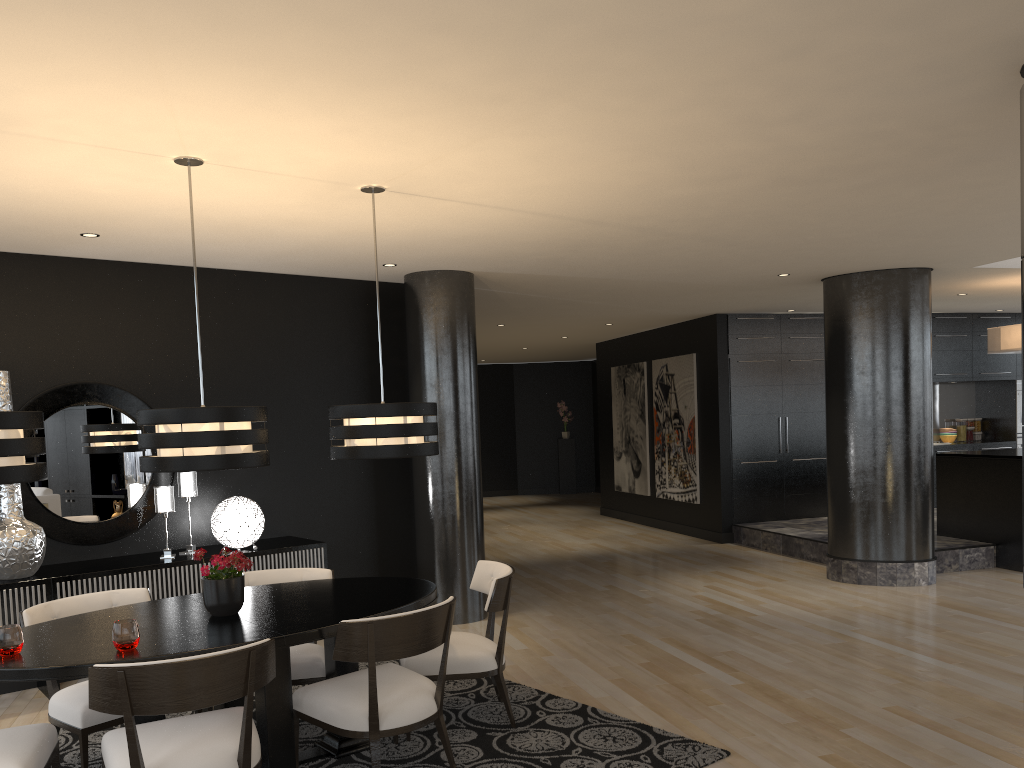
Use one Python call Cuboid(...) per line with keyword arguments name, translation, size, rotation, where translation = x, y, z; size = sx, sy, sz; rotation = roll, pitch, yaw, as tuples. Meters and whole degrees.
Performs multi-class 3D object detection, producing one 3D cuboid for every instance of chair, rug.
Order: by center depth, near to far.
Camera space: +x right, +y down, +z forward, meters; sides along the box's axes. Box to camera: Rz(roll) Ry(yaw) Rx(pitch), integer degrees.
Cuboid(name="chair", translation=(-2.062, 1.389, 3.256), size=(0.615, 0.808, 0.642), rotation=(-3, 1, -18))
Cuboid(name="chair", translation=(-1.228, 1.359, 3.316), size=(0.641, 0.809, 0.616), rotation=(-3, 1, -29))
Cuboid(name="chair", translation=(-0.579, 1.357, 3.885), size=(0.616, 0.809, 0.640), rotation=(-1, 2, 44))
Cuboid(name="rug", translation=(-1.293, 1.784, 3.931), size=(3.713, 0.011, 2.720), rotation=(0, -3, -39))
Cuboid(name="chair", translation=(-1.880, 1.418, 4.149), size=(0.616, 0.809, 0.640), rotation=(-1, 1, 37))
Cuboid(name="chair", translation=(-1.237, 1.412, 4.620), size=(0.642, 0.809, 0.615), rotation=(-2, 1, -11))
Cuboid(name="chair", translation=(-0.279, 1.376, 4.637), size=(0.615, 0.808, 0.641), rotation=(-2, 1, -11))

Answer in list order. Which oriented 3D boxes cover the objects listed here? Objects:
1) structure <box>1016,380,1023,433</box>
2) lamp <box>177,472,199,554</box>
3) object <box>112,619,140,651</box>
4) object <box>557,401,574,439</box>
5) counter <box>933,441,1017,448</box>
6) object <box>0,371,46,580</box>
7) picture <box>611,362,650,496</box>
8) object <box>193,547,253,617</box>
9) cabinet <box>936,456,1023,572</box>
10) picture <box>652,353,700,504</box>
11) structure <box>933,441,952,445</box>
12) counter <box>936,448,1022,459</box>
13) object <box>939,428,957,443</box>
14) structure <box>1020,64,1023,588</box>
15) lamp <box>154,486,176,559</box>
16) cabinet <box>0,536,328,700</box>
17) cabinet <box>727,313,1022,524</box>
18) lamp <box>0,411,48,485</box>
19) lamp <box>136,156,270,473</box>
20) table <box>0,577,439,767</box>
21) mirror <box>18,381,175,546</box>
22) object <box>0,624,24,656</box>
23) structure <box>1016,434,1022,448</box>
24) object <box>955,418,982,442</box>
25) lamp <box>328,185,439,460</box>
Cuboid(name="structure", translation=(7.045, 0.292, 11.851), size=(0.700, 0.709, 0.085), rotation=(-2, 3, -17))
Cuboid(name="lamp", translation=(-2.174, 0.863, 5.944), size=(0.132, 0.552, 0.124), rotation=(-2, 3, 13))
Cuboid(name="object", translation=(-1.457, 0.948, 3.331), size=(0.095, 0.106, 0.095), rotation=(-3, 1, -28))
Cuboid(name="object", translation=(1.100, 0.731, 18.175), size=(0.339, 0.789, 0.227), rotation=(-2, 3, 12))
Cuboid(name="counter", translation=(5.249, 0.832, 11.696), size=(2.857, 0.034, 0.730), rotation=(-2, -2, -17))
Cuboid(name="object", translation=(-2.948, 0.531, 5.167), size=(0.342, 1.213, 0.343), rotation=(-4, 3, -30))
Cuboid(name="picture", translation=(1.740, 0.658, 12.877), size=(0.077, 1.879, 1.153), rotation=(-3, 2, -17))
Cuboid(name="object", translation=(-1.266, 0.868, 3.892), size=(0.237, 0.299, 0.229), rotation=(-3, 1, -37))
Cuboid(name="cabinet", translation=(6.015, 1.190, 8.944), size=(3.111, 1.041, 1.179), rotation=(-2, 0, -17))
Cuboid(name="picture", translation=(2.148, 0.588, 11.532), size=(0.077, 1.879, 1.153), rotation=(-3, 2, -17))
Cuboid(name="structure", translation=(5.253, 0.808, 11.676), size=(0.899, 0.067, 0.520), rotation=(-2, -2, -17))
Cuboid(name="counter", translation=(5.995, 0.653, 8.914), size=(3.111, 0.032, 1.180), rotation=(-2, -2, -17))
Cuboid(name="object", translation=(5.992, 0.705, 12.126), size=(0.204, 0.206, 0.185), rotation=(-2, 1, -16))
Cuboid(name="structure", translation=(2.155, 0.243, 2.892), size=(0.585, 2.751, 0.891), rotation=(-4, 3, -29))
Cuboid(name="lamp", translation=(-2.271, 0.903, 5.790), size=(0.124, 0.467, 0.132), rotation=(-3, 3, -17))
Cuboid(name="cabinet", translation=(-2.343, 1.520, 5.763), size=(2.232, 0.769, 0.610), rotation=(-1, 0, -39))
Cuboid(name="cabinet", translation=(5.240, 0.374, 11.648), size=(5.720, 2.535, 0.726), rotation=(-2, 3, -17))
Cuboid(name="lamp", translation=(-2.054, -0.293, 3.246), size=(0.534, 1.333, 0.535), rotation=(-4, 3, -40))
Cuboid(name="lamp", translation=(-1.356, -0.297, 3.809), size=(0.534, 1.333, 0.535), rotation=(-4, 3, -40))
Cuboid(name="table", translation=(-1.250, 1.403, 3.939), size=(2.101, 0.771, 1.210), rotation=(-1, -1, -37))
Cuboid(name="mirror", translation=(-2.752, 0.521, 5.777), size=(1.073, 1.081, 0.025), rotation=(-3, 3, -39))
Cuboid(name="object", translation=(-1.891, 0.964, 3.318), size=(0.095, 0.106, 0.095), rotation=(-2, 1, 17))
Cuboid(name="structure", translation=(7.073, 1.015, 11.891), size=(0.700, 0.709, 0.085), rotation=(-2, 3, -17))
Cuboid(name="object", translation=(6.342, 0.637, 12.254), size=(0.365, 0.317, 0.113), rotation=(-2, 2, -17))
Cuboid(name="lamp", translation=(-0.658, -0.301, 4.372), size=(0.534, 1.333, 0.535), rotation=(-4, 3, -40))
